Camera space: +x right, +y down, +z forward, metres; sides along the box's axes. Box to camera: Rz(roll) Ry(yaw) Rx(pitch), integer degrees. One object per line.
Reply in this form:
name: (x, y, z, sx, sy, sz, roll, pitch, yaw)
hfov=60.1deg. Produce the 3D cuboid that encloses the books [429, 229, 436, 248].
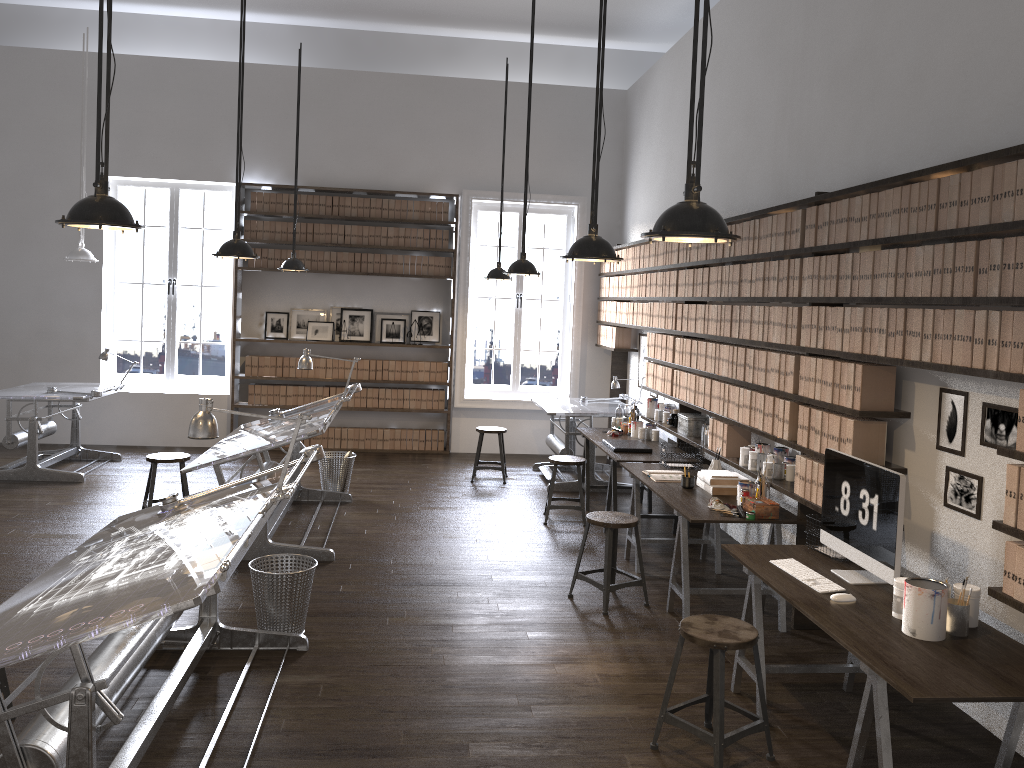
books: (-0.924, -1.682, 10.308, 0.067, 0.225, 0.175, 2, 3, -6)

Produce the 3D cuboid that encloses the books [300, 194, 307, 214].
books: (-2.372, -2.045, 10.129, 0.067, 0.225, 0.175, 2, 3, -7)

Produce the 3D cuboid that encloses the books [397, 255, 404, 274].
books: (-1.295, -1.383, 10.283, 0.066, 0.225, 0.175, 2, 4, -7)

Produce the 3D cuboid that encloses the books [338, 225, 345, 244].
books: (-1.961, -1.715, 10.193, 0.066, 0.225, 0.175, 2, 3, -7)

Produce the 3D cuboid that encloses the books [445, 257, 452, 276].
books: (-0.745, -1.366, 10.347, 0.066, 0.225, 0.175, 2, 4, -6)

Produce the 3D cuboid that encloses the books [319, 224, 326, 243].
books: (-2.167, -1.721, 10.171, 0.066, 0.225, 0.175, 2, 4, -7)

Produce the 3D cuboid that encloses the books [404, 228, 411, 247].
books: (-1.210, -1.692, 10.281, 0.066, 0.225, 0.175, 2, 4, -6)

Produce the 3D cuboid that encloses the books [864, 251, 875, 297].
books: (1.787, -0.519, 4.231, 0.174, 0.225, 0.067, 2, 3, -7)

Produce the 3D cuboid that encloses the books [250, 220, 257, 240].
books: (-2.929, -1.745, 10.085, 0.066, 0.225, 0.175, 2, 4, -7)

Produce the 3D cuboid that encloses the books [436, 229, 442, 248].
books: (-0.851, -1.680, 10.322, 0.066, 0.225, 0.175, 2, 4, -7)

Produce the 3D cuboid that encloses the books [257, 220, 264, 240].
books: (-2.859, -1.742, 10.089, 0.067, 0.225, 0.175, 2, 3, -6)

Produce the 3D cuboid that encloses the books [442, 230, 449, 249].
books: (-0.775, -1.678, 10.328, 0.066, 0.225, 0.175, 2, 4, -6)

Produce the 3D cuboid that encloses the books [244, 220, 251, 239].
books: (-2.999, -1.747, 10.079, 0.066, 0.225, 0.175, 2, 3, -7)

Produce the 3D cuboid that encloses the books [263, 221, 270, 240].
books: (-2.787, -1.740, 10.099, 0.066, 0.225, 0.175, 2, 4, -7)

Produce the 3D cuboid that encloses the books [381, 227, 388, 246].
books: (-1.477, -1.699, 10.246, 0.067, 0.225, 0.175, 2, 3, -7)

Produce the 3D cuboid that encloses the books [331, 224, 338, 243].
books: (-2.032, -1.716, 10.181, 0.066, 0.225, 0.175, 2, 4, -7)

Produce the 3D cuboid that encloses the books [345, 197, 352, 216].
books: (-1.880, -2.030, 10.184, 0.066, 0.225, 0.175, 2, 4, -7)

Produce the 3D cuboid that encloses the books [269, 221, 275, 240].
books: (-2.725, -1.738, 10.108, 0.066, 0.225, 0.175, 2, 4, -7)

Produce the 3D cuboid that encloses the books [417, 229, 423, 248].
books: (-1.069, -1.687, 10.293, 0.066, 0.225, 0.175, 2, 3, -7)

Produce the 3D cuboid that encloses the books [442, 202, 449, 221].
books: (-0.773, -1.995, 10.311, 0.066, 0.225, 0.175, 2, 3, -6)

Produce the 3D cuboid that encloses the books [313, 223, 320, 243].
books: (-2.233, -1.723, 10.166, 0.066, 0.225, 0.175, 2, 4, -6)

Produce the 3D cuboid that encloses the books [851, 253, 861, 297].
books: (1.777, -0.532, 4.369, 0.174, 0.225, 0.067, 2, 3, -6)

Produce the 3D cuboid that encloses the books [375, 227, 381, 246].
books: (-1.548, -1.702, 10.242, 0.066, 0.225, 0.175, 2, 4, -6)

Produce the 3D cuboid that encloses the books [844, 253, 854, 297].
books: (1.765, -0.539, 4.439, 0.174, 0.225, 0.067, 2, 3, -7)

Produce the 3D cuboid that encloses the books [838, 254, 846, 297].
books: (1.762, -0.546, 4.510, 0.174, 0.225, 0.067, 2, 3, -7)

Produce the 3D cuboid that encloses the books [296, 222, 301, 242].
books: (-2.451, -1.730, 10.136, 0.066, 0.225, 0.175, 2, 3, -6)

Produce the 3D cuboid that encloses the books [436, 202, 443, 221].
books: (-0.843, -1.998, 10.308, 0.066, 0.225, 0.175, 2, 3, -7)

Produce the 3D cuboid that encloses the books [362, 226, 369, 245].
books: (-1.686, -1.706, 10.221, 0.067, 0.225, 0.175, 2, 3, -6)

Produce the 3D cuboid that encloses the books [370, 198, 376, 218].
books: (-1.596, -2.021, 10.221, 0.066, 0.225, 0.175, 2, 4, -6)

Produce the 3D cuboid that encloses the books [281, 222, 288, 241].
books: (-2.592, -1.734, 10.124, 0.066, 0.225, 0.175, 2, 4, -7)

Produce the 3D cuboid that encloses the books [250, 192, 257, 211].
books: (-2.925, -2.062, 10.066, 0.067, 0.225, 0.175, 2, 3, -6)

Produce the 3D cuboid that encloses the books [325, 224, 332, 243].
books: (-2.104, -1.719, 10.173, 0.067, 0.225, 0.175, 2, 3, -6)

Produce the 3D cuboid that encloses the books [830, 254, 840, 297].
books: (1.748, -0.553, 4.584, 0.174, 0.225, 0.067, 2, 3, -6)

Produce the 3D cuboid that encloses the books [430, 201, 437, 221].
books: (-0.914, -2.000, 10.300, 0.066, 0.225, 0.175, 2, 4, -7)

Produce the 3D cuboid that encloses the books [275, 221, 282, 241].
books: (-2.658, -1.736, 10.111, 0.067, 0.225, 0.175, 2, 3, -6)

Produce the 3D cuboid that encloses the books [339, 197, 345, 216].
books: (-1.946, -2.032, 10.183, 0.066, 0.225, 0.175, 2, 4, -7)

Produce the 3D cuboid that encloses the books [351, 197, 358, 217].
books: (-1.809, -2.028, 10.196, 0.066, 0.225, 0.175, 2, 3, -7)

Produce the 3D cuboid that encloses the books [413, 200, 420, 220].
books: (-1.109, -2.006, 10.275, 0.066, 0.225, 0.175, 2, 4, -7)

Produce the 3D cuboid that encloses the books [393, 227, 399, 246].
books: (-1.343, -1.696, 10.264, 0.066, 0.225, 0.175, 2, 4, -6)

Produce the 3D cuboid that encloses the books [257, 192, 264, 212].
books: (-2.853, -2.060, 10.074, 0.066, 0.225, 0.175, 2, 4, -7)

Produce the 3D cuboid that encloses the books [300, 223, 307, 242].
books: (-2.381, -1.728, 10.149, 0.066, 0.225, 0.175, 2, 4, -6)

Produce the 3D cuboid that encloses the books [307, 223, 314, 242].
books: (-2.306, -1.725, 10.152, 0.067, 0.225, 0.175, 2, 3, -7)

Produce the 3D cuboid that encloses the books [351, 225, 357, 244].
books: (-1.815, -1.710, 10.209, 0.066, 0.225, 0.175, 2, 4, -7)

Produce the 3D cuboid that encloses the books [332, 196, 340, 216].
books: (-2.019, -2.034, 10.169, 0.067, 0.225, 0.175, 2, 3, -6)

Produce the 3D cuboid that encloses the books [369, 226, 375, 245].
books: (-1.617, -1.704, 10.236, 0.066, 0.225, 0.175, 2, 3, -6)

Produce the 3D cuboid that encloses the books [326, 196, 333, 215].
books: (-2.094, -2.037, 10.167, 0.066, 0.225, 0.175, 2, 4, -7)

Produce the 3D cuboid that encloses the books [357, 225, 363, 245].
books: (-1.752, -1.708, 10.218, 0.066, 0.225, 0.175, 2, 4, -7)

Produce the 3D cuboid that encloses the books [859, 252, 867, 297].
books: (1.785, -0.525, 4.298, 0.174, 0.225, 0.067, 2, 3, -6)

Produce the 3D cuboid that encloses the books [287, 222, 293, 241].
books: (-2.522, -1.732, 10.132, 0.066, 0.225, 0.175, 2, 3, -7)

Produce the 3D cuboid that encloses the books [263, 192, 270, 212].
books: (-2.781, -2.058, 10.085, 0.066, 0.225, 0.175, 2, 3, -7)

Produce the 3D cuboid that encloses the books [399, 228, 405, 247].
books: (-1.277, -1.693, 10.267, 0.067, 0.225, 0.175, 2, 3, -7)

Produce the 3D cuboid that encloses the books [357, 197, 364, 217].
books: (-1.740, -2.026, 10.207, 0.066, 0.225, 0.175, 2, 3, -6)

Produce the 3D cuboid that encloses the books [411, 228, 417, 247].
books: (-1.140, -1.689, 10.289, 0.066, 0.225, 0.175, 2, 3, -6)

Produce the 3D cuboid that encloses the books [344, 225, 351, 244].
books: (-1.887, -1.712, 10.199, 0.067, 0.225, 0.175, 2, 3, -6)

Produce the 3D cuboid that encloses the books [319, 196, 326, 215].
books: (-2.165, -2.039, 10.154, 0.066, 0.225, 0.175, 2, 3, -7)

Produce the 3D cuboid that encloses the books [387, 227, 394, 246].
books: (-1.406, -1.697, 10.256, 0.066, 0.225, 0.175, 2, 4, -6)

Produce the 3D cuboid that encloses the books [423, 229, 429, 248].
books: (-0.999, -1.685, 10.305, 0.066, 0.225, 0.175, 2, 4, -7)

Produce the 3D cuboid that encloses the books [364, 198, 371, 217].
books: (-1.670, -2.024, 10.213, 0.066, 0.225, 0.175, 2, 4, -6)
